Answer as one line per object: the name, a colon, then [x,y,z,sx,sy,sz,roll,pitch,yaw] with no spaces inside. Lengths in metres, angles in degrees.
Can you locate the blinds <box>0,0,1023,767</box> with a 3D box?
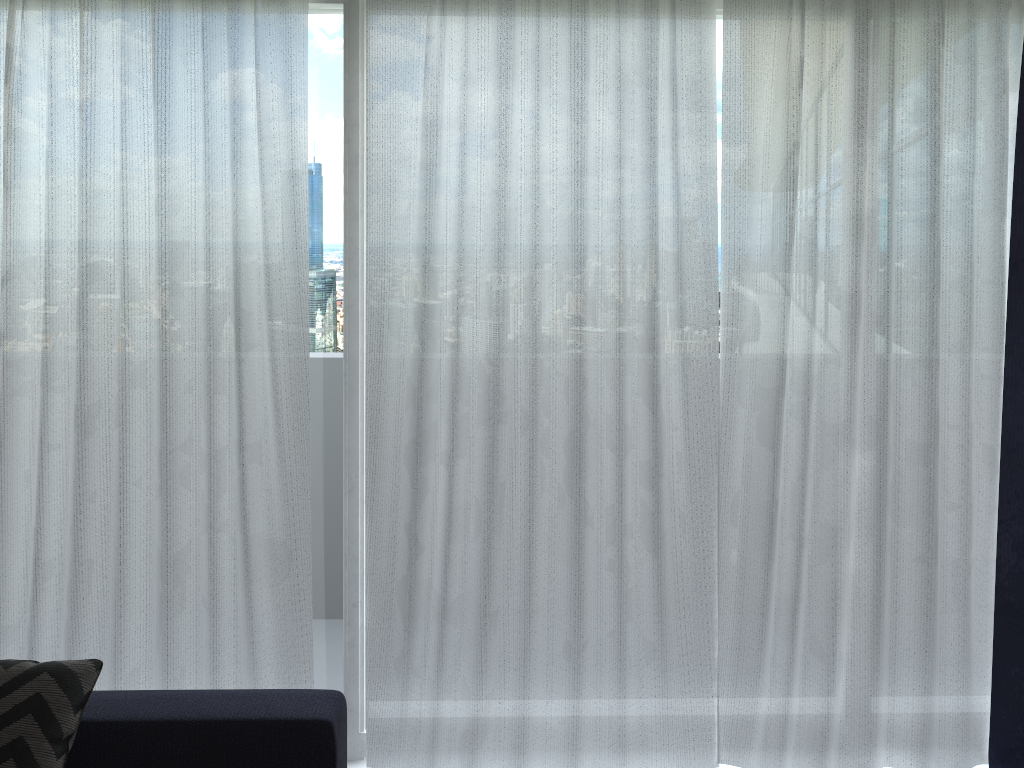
blinds: [-0.498,0.171,0.116,7.134,2.762,5.831,0,5,2]

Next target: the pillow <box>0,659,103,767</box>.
pillow: [-1.231,0.839,2.080,0.415,0.343,0.287,1,3,3]

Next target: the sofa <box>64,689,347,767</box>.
sofa: [-1.087,1.162,0.902,1.898,0.605,2.889,0,6,-2]
